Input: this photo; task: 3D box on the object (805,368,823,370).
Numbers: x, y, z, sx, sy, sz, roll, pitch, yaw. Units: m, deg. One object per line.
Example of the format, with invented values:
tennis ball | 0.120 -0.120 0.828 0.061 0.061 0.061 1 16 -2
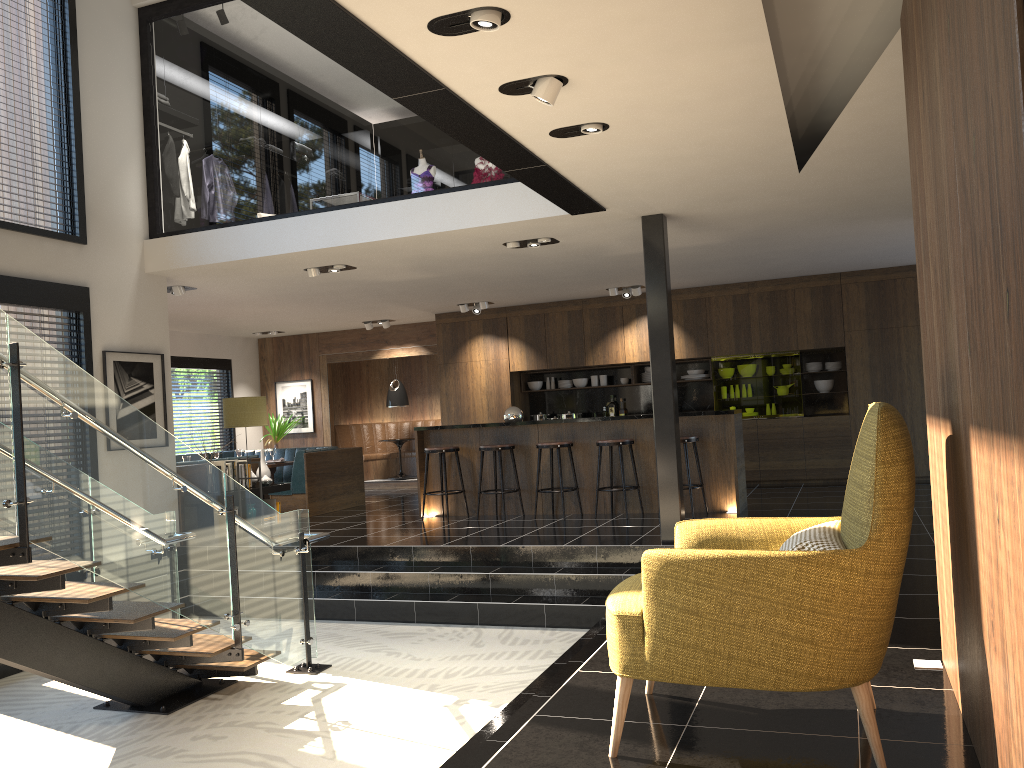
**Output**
object | 4.097 -0.190 12.027 0.220 0.033 0.220 -4 -2 30

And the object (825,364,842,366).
object | 4.332 -0.242 11.938 0.220 0.033 0.220 -3 -2 4

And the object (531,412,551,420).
object | 0.431 0.526 13.291 0.255 0.218 0.236 -3 -2 -21

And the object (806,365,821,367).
object | 4.094 -0.236 12.027 0.220 0.033 0.220 -4 -2 30

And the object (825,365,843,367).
object | 4.333 -0.229 11.937 0.220 0.033 0.220 -3 -2 4

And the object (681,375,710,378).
object | 2.622 -0.089 12.596 0.437 0.039 0.438 -2 -2 -33

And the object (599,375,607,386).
object | 1.347 -0.050 13.050 0.109 0.161 0.109 -4 -2 33

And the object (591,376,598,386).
object | 1.222 -0.041 13.097 0.109 0.161 0.109 -3 -1 3

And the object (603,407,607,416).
object | 1.378 0.480 13.149 0.058 0.287 0.057 -4 -1 34

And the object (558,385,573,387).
object | 0.803 0.044 13.271 0.220 0.033 0.220 -4 -2 17

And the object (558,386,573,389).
object | 0.804 0.057 13.271 0.220 0.033 0.220 -4 -2 17

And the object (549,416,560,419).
object | 0.640 0.547 13.115 0.210 0.143 0.195 -3 -2 -21

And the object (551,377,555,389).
object | 0.616 -0.011 13.351 0.060 0.185 0.060 -3 -1 -11

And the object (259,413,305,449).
object | -3.806 1.139 14.778 0.817 1.381 0.955 -3 -1 -22

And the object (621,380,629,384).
object | 1.649 -0.025 12.961 0.122 0.072 0.122 -2 -2 -44

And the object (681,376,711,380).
object | 2.623 -0.077 12.596 0.437 0.039 0.438 -2 -2 -33

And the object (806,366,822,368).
object | 4.096 -0.212 12.027 0.220 0.033 0.220 -4 -2 30

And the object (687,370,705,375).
object | 2.617 -0.151 12.599 0.254 0.088 0.254 -2 -3 -44

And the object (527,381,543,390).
object | 0.355 0.037 13.450 0.234 0.138 0.234 -4 -2 23

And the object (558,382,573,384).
object | 0.801 -0.001 13.272 0.220 0.033 0.220 -4 -2 17

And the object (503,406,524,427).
object | 0.018 0.362 9.858 0.227 0.228 0.227 -3 -2 -19

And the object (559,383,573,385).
object | 0.801 0.009 13.272 0.220 0.033 0.220 -4 -2 17

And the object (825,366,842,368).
object | 4.334 -0.218 11.937 0.220 0.033 0.220 -3 -2 4

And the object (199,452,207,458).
object | -4.091 0.996 11.763 0.098 0.191 0.098 -4 -1 18

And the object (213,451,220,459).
object | -3.993 0.999 11.995 0.098 0.191 0.098 -4 -1 18

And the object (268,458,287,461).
object | -3.158 1.017 11.836 0.325 0.051 0.269 -4 -2 24

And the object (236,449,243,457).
object | -3.647 0.975 11.869 0.098 0.191 0.098 -4 -1 18

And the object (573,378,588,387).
object | 1.022 -0.008 13.198 0.234 0.138 0.234 -5 -2 40

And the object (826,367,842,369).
object | 4.334 -0.207 11.937 0.220 0.033 0.220 -3 -2 4

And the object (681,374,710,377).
object | 2.621 -0.104 12.596 0.437 0.039 0.438 -2 -2 -33

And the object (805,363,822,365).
object | 4.093 -0.258 12.028 0.220 0.033 0.220 -4 -2 30

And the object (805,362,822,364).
object | 4.092 -0.270 12.028 0.220 0.033 0.220 -4 -2 30

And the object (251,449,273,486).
object | -2.798 0.923 9.812 0.319 0.398 0.316 -3 -1 -3

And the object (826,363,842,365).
object | 4.332 -0.252 11.938 0.220 0.033 0.220 -3 -2 4

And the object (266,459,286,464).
object | -3.037 0.996 11.427 0.269 0.051 0.324 -4 -2 24

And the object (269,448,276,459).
object | -3.150 0.940 11.676 0.098 0.191 0.098 -4 -1 18

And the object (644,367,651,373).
object | 2.012 -0.196 12.898 0.168 0.087 0.168 -5 -2 40

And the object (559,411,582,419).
object | 0.838 0.500 12.916 0.300 0.218 0.279 -2 -2 -36

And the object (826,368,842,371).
object | 4.335 -0.194 11.937 0.220 0.033 0.220 -3 -2 4

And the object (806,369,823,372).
object | 4.098 -0.177 12.026 0.220 0.033 0.220 -4 -2 30

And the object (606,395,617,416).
object | 1.468 0.391 13.120 0.133 0.451 0.116 -4 -1 21

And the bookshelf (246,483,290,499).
bookshelf | -2.868 1.363 9.386 0.356 0.500 1.304 -4 -2 21

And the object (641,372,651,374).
object | 2.018 -0.153 12.897 0.269 0.024 0.269 -2 -2 -31

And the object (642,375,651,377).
object | 2.020 -0.109 12.896 0.269 0.024 0.269 -2 -2 -31

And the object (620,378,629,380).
object | 1.647 -0.050 12.962 0.122 0.072 0.122 -2 -2 -44

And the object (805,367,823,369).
object | 4.096 -0.202 12.027 0.220 0.033 0.220 -4 -2 30

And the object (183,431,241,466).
object | -3.036 0.736 8.990 0.607 0.744 0.406 -3 -1 -19

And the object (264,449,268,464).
object | -3.197 0.936 11.473 0.098 0.191 0.098 -4 -1 18

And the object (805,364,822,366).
object | 4.094 -0.245 12.028 0.220 0.033 0.220 -4 -2 30

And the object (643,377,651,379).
object | 2.022 -0.082 12.895 0.269 0.024 0.269 -2 -2 -31

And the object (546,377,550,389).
object | 0.546 -0.007 13.378 0.060 0.185 0.060 -2 -1 -38

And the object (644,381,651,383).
object | 2.025 -0.027 12.894 0.269 0.024 0.269 -2 -2 -31

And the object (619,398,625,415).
object | 1.620 0.409 13.070 0.077 0.395 0.077 -3 -1 -27
